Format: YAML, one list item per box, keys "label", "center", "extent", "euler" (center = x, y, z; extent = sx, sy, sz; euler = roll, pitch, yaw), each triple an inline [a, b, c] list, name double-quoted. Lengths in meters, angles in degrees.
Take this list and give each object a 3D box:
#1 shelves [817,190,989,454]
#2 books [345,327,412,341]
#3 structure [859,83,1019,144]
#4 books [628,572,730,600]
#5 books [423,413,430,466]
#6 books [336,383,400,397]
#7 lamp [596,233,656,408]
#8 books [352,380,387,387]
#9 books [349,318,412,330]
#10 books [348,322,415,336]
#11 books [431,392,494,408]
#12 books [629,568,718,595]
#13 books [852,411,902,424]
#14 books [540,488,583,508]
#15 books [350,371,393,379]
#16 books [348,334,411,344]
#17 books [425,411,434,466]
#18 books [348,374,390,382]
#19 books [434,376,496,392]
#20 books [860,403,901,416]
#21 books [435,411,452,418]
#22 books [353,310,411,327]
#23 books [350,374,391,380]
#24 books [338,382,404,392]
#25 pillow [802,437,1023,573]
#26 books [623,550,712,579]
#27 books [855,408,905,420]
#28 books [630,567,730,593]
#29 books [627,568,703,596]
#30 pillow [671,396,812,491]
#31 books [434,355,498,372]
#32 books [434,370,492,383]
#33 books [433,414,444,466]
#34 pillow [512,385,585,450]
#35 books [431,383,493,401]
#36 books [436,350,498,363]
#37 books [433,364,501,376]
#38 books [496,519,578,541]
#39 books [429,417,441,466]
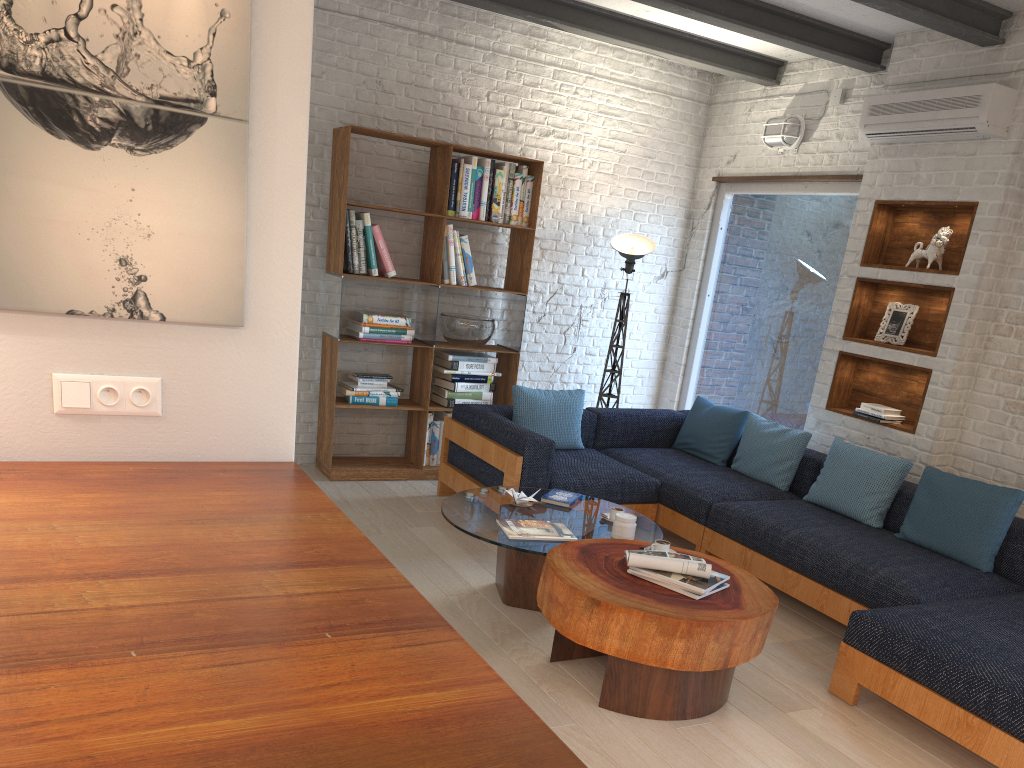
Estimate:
- label: "shelves"
  center: [2.312, -0.370, 5.135]
  extent: [0.191, 1.491, 0.734]
  euler: [-3, 19, -28]
- label: "books"
  center: [-0.892, -0.335, 5.834]
  extent: [0.379, 0.038, 0.235]
  euler: [2, 11, -33]
- label: "structure"
  center: [2.266, -1.446, 4.705]
  extent: [0.200, 0.229, 0.781]
  euler: [-1, 12, -29]
- label: "books"
  center: [0.665, 0.776, 3.478]
  extent: [0.309, 0.011, 0.249]
  euler: [15, 11, 40]
- label: "books"
  center: [-0.665, 0.372, 6.223]
  extent: [0.036, 0.401, 0.233]
  euler: [-3, 18, -28]
- label: "books"
  center: [-0.984, 0.044, 5.946]
  extent: [0.379, 0.038, 0.234]
  euler: [3, 10, -28]
- label: "lamp"
  center: [0.992, -0.131, 6.478]
  extent: [0.849, 1.928, 0.493]
  euler: [17, 20, 31]
- label: "books"
  center: [-0.971, -0.011, 5.946]
  extent: [0.206, 0.035, 0.127]
  euler: [3, 11, -28]
- label: "books"
  center: [-0.882, -0.401, 5.829]
  extent: [0.355, 0.021, 0.261]
  euler: [2, 10, -30]
- label: "books"
  center: [-0.875, -0.369, 5.822]
  extent: [0.378, 0.038, 0.235]
  euler: [1, 11, -34]
- label: "books"
  center: [-0.357, 0.120, 6.275]
  extent: [0.378, 0.067, 0.235]
  euler: [1, 11, -34]
- label: "books"
  center: [0.661, 0.755, 3.465]
  extent: [0.312, 0.011, 0.247]
  euler: [12, 10, 30]
- label: "books"
  center: [2.212, 0.204, 5.287]
  extent: [0.162, 0.018, 0.241]
  euler: [4, 9, -19]
- label: "books"
  center: [0.260, 0.594, 4.538]
  extent: [0.161, 0.024, 0.224]
  euler: [11, 9, 19]
- label: "books"
  center: [-0.956, -0.061, 5.920]
  extent: [0.252, 0.018, 0.155]
  euler: [3, 10, -28]
- label: "books"
  center: [-0.890, -0.307, 5.853]
  extent: [0.355, 0.021, 0.261]
  euler: [3, 10, -28]
- label: "books"
  center: [-0.641, 0.370, 6.254]
  extent: [0.036, 0.401, 0.233]
  euler: [-3, 18, -28]
- label: "books"
  center: [-0.976, -0.039, 5.941]
  extent: [0.235, 0.019, 0.164]
  euler: [1, 11, -35]
- label: "books"
  center: [-0.335, 0.001, 6.245]
  extent: [0.377, 0.067, 0.236]
  euler: [-1, 12, -41]
- label: "books"
  center: [2.229, 0.154, 5.270]
  extent: [0.133, 0.035, 0.197]
  euler: [4, 10, -19]
- label: "books"
  center: [-0.498, 0.374, 6.337]
  extent: [0.079, 0.402, 0.233]
  euler: [-3, 18, -28]
- label: "books"
  center: [-0.869, -0.439, 5.819]
  extent: [0.327, 0.058, 0.244]
  euler: [3, 10, -26]
- label: "books"
  center: [-0.965, -0.051, 5.934]
  extent: [0.242, 0.009, 0.149]
  euler: [3, 10, -28]
- label: "books"
  center: [-0.962, 0.019, 5.936]
  extent: [0.378, 0.019, 0.235]
  euler: [1, 11, -35]
- label: "pillow"
  center: [2.102, 0.606, 4.664]
  extent: [0.254, 0.435, 1.161]
  euler: [-2, 13, -29]
- label: "books"
  center: [0.621, 0.717, 3.510]
  extent: [0.321, 0.114, 0.262]
  euler: [8, 10, 3]
- label: "books"
  center: [2.227, 0.181, 5.272]
  extent: [0.171, 0.019, 0.226]
  euler: [3, 10, -27]
- label: "books"
  center: [0.666, 0.746, 3.455]
  extent: [0.310, 0.011, 0.248]
  euler: [14, 11, 35]
- label: "books"
  center: [0.657, 0.762, 3.487]
  extent: [0.312, 0.011, 0.247]
  euler: [12, 10, 30]
- label: "pillow"
  center: [1.497, 0.378, 5.792]
  extent: [0.243, 0.416, 1.061]
  euler: [-2, 13, -30]
- label: "books"
  center: [-0.328, -0.144, 6.214]
  extent: [0.378, 0.067, 0.235]
  euler: [1, 11, -34]
- label: "books"
  center: [-0.346, -0.059, 6.203]
  extent: [0.325, 0.058, 0.245]
  euler: [1, 11, -33]
- label: "books"
  center: [-0.546, 0.403, 6.298]
  extent: [0.055, 0.344, 0.243]
  euler: [-3, 18, -28]
- label: "pillow"
  center: [0.238, 0.224, 5.662]
  extent: [0.555, 0.427, 0.213]
  euler: [1, 17, -28]
- label: "books"
  center: [-0.359, 0.056, 6.272]
  extent: [0.362, 0.058, 0.270]
  euler: [3, 10, -26]
- label: "books"
  center: [-0.324, -0.194, 6.192]
  extent: [0.379, 0.038, 0.234]
  euler: [3, 10, -28]
- label: "books"
  center: [-0.333, -0.098, 6.209]
  extent: [0.444, 0.021, 0.261]
  euler: [3, 10, -28]
- label: "books"
  center: [0.111, 0.667, 3.982]
  extent: [0.319, 0.011, 0.241]
  euler: [5, 9, -16]
- label: "books"
  center: [-0.599, 0.400, 6.277]
  extent: [0.057, 0.345, 0.243]
  euler: [-3, 18, -28]
